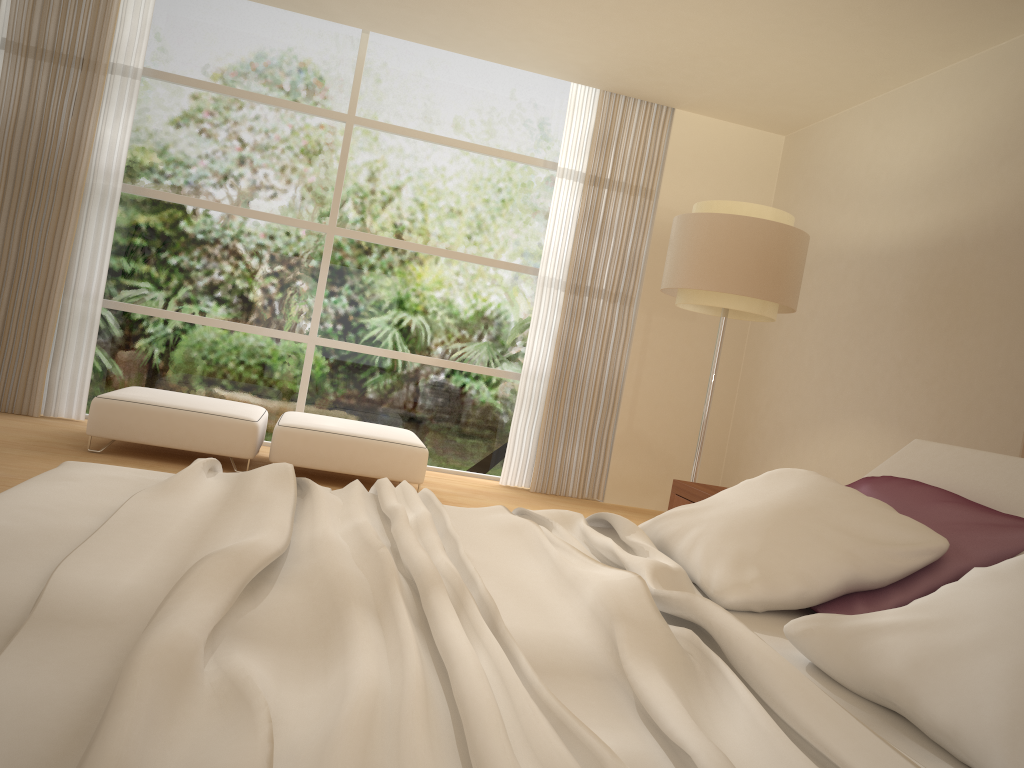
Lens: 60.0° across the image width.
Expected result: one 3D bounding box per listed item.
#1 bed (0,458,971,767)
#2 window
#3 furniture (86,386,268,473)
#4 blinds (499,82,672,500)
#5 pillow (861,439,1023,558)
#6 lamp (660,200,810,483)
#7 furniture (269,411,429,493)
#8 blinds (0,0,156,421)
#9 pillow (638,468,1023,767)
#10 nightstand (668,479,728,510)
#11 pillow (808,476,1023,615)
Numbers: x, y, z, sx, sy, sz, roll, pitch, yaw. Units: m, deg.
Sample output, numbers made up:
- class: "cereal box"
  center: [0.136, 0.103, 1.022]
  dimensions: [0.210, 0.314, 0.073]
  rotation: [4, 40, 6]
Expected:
- class: "bed"
  center: [0.010, 0.618, 1.750]
  dimensions: [2.535, 0.570, 2.599]
  rotation: [10, 1, -12]
- class: "window"
  center: [-1.368, -1.162, 6.701]
  dimensions: [4.781, 3.371, 0.071]
  rotation: [10, 1, -12]
- class: "furniture"
  center: [-2.082, 0.268, 5.647]
  dimensions: [0.965, 0.346, 0.964]
  rotation: [10, 1, -12]
- class: "blinds"
  center: [0.599, -0.802, 6.816]
  dimensions: [0.814, 3.351, 0.202]
  rotation: [10, 1, -13]
- class: "pillow"
  center: [1.380, 0.439, 2.082]
  dimensions: [0.461, 0.457, 1.779]
  rotation: [10, 1, -13]
- class: "lamp"
  center: [1.149, 0.012, 5.104]
  dimensions: [0.817, 2.018, 0.817]
  rotation: [11, 1, 31]
- class: "furniture"
  center: [-1.085, 0.443, 5.865]
  dimensions: [0.965, 0.346, 0.964]
  rotation: [10, 1, -12]
- class: "blinds"
  center: [-3.151, -1.459, 6.050]
  dimensions: [0.950, 3.352, 0.211]
  rotation: [10, 1, -13]
- class: "pillow"
  center: [0.792, 0.424, 1.942]
  dimensions: [0.561, 0.339, 1.720]
  rotation: [10, 1, -12]
- class: "nightstand"
  center: [1.361, 0.868, 2.101]
  dimensions: [0.493, 0.539, 4.220]
  rotation: [10, 1, -12]
- class: "pillow"
  center: [1.053, 0.455, 2.005]
  dimensions: [0.575, 0.369, 1.683]
  rotation: [10, 1, -12]
